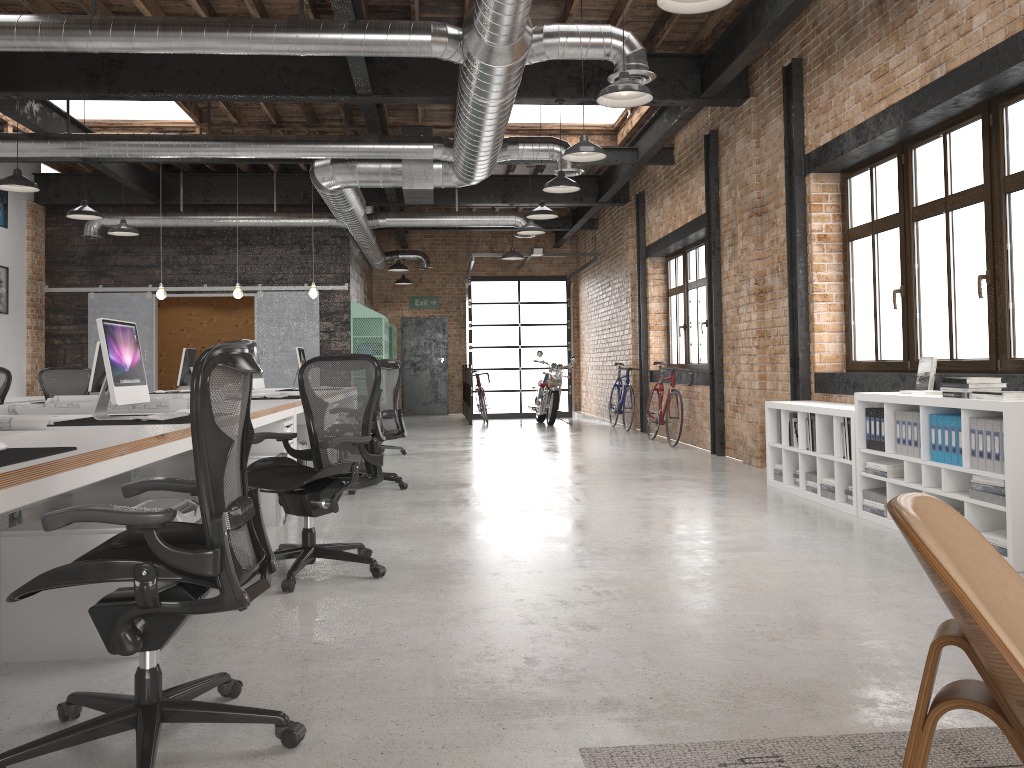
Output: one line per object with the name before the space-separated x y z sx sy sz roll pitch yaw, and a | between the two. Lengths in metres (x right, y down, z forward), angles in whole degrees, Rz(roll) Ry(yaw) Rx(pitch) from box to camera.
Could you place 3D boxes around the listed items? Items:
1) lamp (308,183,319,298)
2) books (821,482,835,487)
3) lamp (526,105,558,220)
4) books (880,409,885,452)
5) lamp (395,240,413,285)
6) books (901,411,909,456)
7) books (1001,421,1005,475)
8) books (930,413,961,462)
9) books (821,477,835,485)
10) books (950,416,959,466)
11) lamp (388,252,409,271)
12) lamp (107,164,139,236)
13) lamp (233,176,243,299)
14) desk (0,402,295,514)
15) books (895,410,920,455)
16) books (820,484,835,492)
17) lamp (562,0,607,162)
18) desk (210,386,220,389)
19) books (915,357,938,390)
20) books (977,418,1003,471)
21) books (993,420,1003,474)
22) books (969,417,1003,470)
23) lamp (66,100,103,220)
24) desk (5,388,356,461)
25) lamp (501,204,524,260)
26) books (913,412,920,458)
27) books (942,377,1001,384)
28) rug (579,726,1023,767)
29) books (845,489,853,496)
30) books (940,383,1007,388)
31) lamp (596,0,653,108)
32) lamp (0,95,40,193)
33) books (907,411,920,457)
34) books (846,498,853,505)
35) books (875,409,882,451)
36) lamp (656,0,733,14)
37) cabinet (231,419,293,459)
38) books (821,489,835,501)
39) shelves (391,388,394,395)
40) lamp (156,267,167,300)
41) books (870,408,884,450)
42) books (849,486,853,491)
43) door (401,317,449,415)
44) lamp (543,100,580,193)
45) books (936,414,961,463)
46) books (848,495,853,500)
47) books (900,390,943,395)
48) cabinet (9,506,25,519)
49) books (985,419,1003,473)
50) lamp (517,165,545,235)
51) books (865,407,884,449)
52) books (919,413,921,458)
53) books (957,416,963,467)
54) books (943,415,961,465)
lamp | -2.486 -1.909 11.060 0.123 1.681 0.123 -1 -2 -7
books | 2.307 0.687 6.156 0.219 0.039 0.260 -1 1 -5
lamp | 0.334 -2.584 10.106 0.362 1.365 0.361 -1 -2 3
books | 2.401 0.285 5.466 0.232 0.261 0.062 -1 -2 -5
lamp | -2.188 -2.684 17.826 0.362 1.340 0.361 0 -2 -27
books | 2.427 0.290 5.235 0.232 0.261 0.062 -1 -2 -5
books | 2.496 0.307 4.282 0.232 0.261 0.062 -1 -2 -5
books | 2.442 0.296 4.902 0.232 0.261 0.062 -1 -2 -5
books | 2.307 0.669 6.153 0.214 0.052 0.252 -1 1 -5
books | 2.459 0.299 4.710 0.232 0.261 0.062 -1 -2 -5
lamp | -1.977 -2.639 15.367 0.362 1.340 0.361 0 -2 -27
lamp | -4.770 -2.266 10.867 0.362 0.857 0.361 -1 -1 13
lamp | -3.402 -1.893 10.981 0.123 1.681 0.123 -1 -2 -7
desk | -2.510 0.583 3.802 2.312 0.770 5.107 -1 1 -5
books | 2.421 0.288 5.299 0.232 0.261 0.062 -1 -2 -5
books | 2.304 0.714 6.163 0.207 0.067 0.275 -1 1 -5
lamp | 0.579 -2.531 7.245 0.362 1.365 0.361 0 -2 -32
desk | -4.855 0.400 15.943 1.999 0.732 0.997 -1 0 -4
books | 2.615 -0.059 5.593 0.065 0.224 0.160 -1 -1 -5
books | 2.479 0.304 4.476 0.232 0.261 0.062 -1 -2 -5
books | 2.490 0.306 4.347 0.232 0.261 0.062 -1 -2 -5
books | 2.473 0.302 4.539 0.232 0.261 0.062 -1 -2 -5
lamp | -4.671 -2.497 9.675 0.362 1.365 0.361 -1 -2 3
desk | -2.947 0.489 8.900 2.312 0.770 5.107 -1 1 -5
lamp | 0.006 -2.401 13.974 0.362 0.857 0.361 0 -2 -27
books | 2.438 0.292 5.106 0.232 0.261 0.062 -1 -2 -5
books | 2.451 -0.019 4.727 0.190 0.028 0.239 -1 1 -3
rug | 1.661 0.959 0.944 2.729 0.004 2.995 -1 1 -5
books | 2.373 0.721 5.864 0.222 0.055 0.282 -1 1 -4
books | 2.455 0.007 4.718 0.212 0.023 0.258 -1 1 -5
lamp | 0.716 -2.249 5.692 0.362 0.857 0.361 -1 -1 13
lamp | -4.534 -2.215 8.122 0.362 0.857 0.361 -1 -1 3
books | 2.432 0.291 5.171 0.232 0.261 0.062 -1 -2 -5
books | 2.357 0.778 5.862 0.184 0.050 0.261 -1 1 -4
books | 2.395 0.284 5.530 0.232 0.261 0.062 -1 -2 -5
lamp | 0.845 -2.474 4.145 0.362 1.365 0.361 -1 -2 13
cabinet | -1.783 0.586 6.158 0.460 0.649 0.387 -1 -1 -5
books | 2.311 0.764 6.169 0.217 0.072 0.289 -1 1 -5
shelves | -2.391 0.296 15.974 0.567 0.856 0.984 -1 0 -5
lamp | -4.319 -1.877 10.902 0.123 1.681 0.123 -1 -2 -7
books | 2.390 0.283 5.595 0.232 0.261 0.062 -1 -2 -5
books | 2.370 0.688 5.840 0.199 0.055 0.239 -1 1 -4
door | -1.873 -0.391 19.022 0.998 2.102 0.218 -1 -2 -5
lamp | 0.470 -2.302 8.554 0.362 0.857 0.361 -1 -1 18
books | 2.448 0.297 4.839 0.232 0.261 0.062 -1 -2 -5
books | 2.350 0.749 5.848 0.164 0.047 0.239 -1 1 -4
books | 2.450 0.052 5.245 0.174 0.021 0.273 -1 1 -5
cabinet | -3.627 0.618 6.000 0.460 0.649 0.387 -1 -1 -5
books | 2.484 0.305 4.412 0.232 0.261 0.062 -1 -2 -5
lamp | 0.235 -2.352 11.298 0.362 0.857 0.361 -1 -1 13
books | 2.384 0.282 5.658 0.232 0.261 0.062 -1 -2 -5
books | 2.443 0.293 5.041 0.232 0.261 0.062 -1 -2 -5
books | 2.464 0.301 4.645 0.232 0.261 0.062 -1 -2 -5
books | 2.453 0.298 4.774 0.232 0.261 0.062 -1 -2 -5
